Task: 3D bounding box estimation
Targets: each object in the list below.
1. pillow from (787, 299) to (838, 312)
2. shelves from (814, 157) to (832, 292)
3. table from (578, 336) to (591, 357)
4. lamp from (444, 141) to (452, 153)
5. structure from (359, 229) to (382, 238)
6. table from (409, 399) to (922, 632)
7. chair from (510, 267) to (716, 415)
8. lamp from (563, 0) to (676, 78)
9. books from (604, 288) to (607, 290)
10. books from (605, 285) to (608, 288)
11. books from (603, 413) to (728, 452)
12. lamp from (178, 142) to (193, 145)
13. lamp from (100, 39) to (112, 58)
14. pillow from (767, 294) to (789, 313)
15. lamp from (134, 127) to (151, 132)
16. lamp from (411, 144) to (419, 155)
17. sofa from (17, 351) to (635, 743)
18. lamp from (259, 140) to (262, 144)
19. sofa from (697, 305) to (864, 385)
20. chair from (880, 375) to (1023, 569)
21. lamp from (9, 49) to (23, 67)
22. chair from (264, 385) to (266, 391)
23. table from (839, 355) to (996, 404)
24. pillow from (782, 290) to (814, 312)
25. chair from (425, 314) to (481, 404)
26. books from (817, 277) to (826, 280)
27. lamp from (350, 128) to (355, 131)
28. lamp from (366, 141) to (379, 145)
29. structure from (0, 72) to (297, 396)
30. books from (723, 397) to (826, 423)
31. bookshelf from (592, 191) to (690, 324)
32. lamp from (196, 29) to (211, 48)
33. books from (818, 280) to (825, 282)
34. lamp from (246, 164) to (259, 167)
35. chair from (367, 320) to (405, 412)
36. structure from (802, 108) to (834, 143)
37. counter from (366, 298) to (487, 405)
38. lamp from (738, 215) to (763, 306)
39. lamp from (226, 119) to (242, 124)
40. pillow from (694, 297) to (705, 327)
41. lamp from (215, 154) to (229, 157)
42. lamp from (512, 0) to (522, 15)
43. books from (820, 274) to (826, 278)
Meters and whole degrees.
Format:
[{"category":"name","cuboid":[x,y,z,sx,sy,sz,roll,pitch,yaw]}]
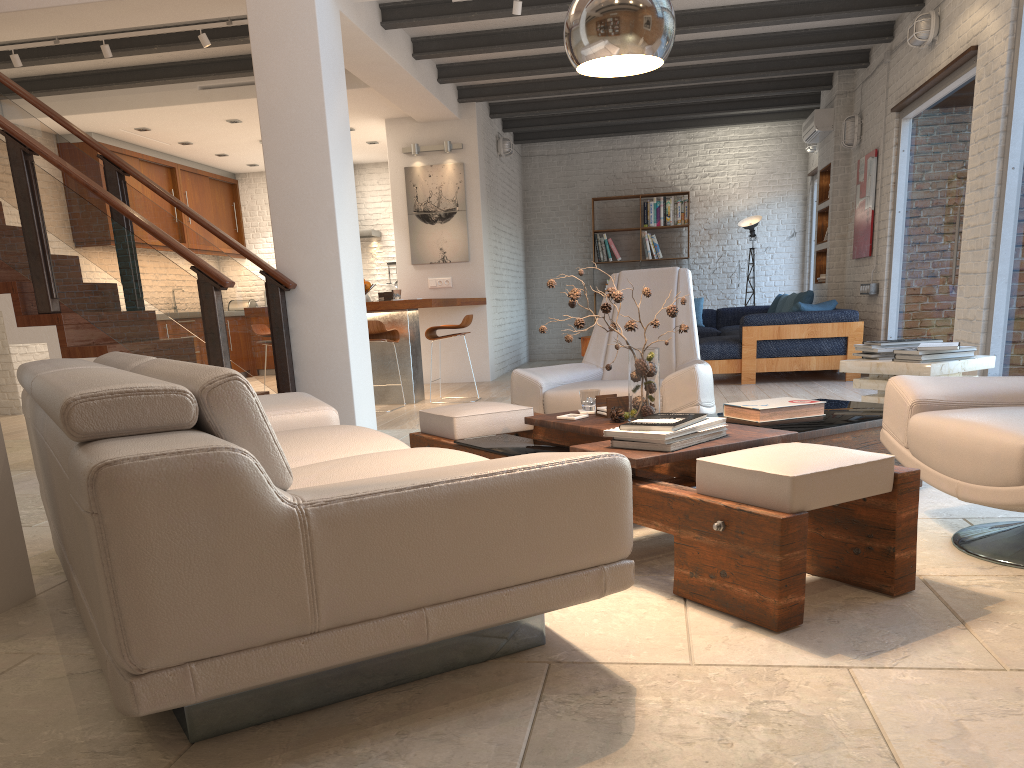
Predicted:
[{"category":"pillow","cuboid":[2.813,-0.627,8.350,0.557,0.340,0.368,-7,11,-30]},{"category":"shelves","cuboid":[3.628,-1.775,9.908,0.192,1.480,0.738,0,13,9]},{"category":"table","cuboid":[1.245,-0.351,10.092,1.076,0.462,1.770,-1,6,15]},{"category":"lamp","cuboid":[-0.683,-2.517,9.253,0.079,0.108,0.077,6,15,37]},{"category":"structure","cuboid":[-2.389,-2.534,12.072,0.986,1.030,0.439,-1,13,9]},{"category":"table","cuboid":[0.781,0.301,3.466,1.947,0.445,2.159,-6,7,-30]},{"category":"chair","cuboid":[0.626,-0.094,4.647,1.023,1.054,0.940,2,12,25]},{"category":"lamp","cuboid":[0.927,-0.556,2.006,2.002,2.436,0.311,8,18,44]},{"category":"books","cuboid":[1.509,-1.354,12.412,0.380,0.038,0.236,-2,6,5]},{"category":"books","cuboid":[1.517,-1.391,12.394,0.380,0.038,0.236,-3,6,3]},{"category":"books","cuboid":[0.521,0.153,2.876,0.247,0.077,0.392,3,8,42]},{"category":"lamp","cuboid":[-3.776,-2.801,10.078,0.124,0.057,0.119,-2,7,9]},{"category":"lamp","cuboid":[-2.994,-2.466,6.433,0.061,0.134,0.083,0,13,11]},{"category":"pillow","cuboid":[3.346,-0.919,10.883,0.243,0.412,1.069,-1,7,8]},{"category":"lamp","cuboid":[-3.914,-2.714,9.231,0.124,0.057,0.119,-2,7,9]},{"category":"lamp","cuboid":[-1.034,-2.505,9.310,0.079,0.108,0.077,6,15,37]},{"category":"sofa","cuboid":[-0.780,0.284,2.685,1.129,0.783,2.282,-8,8,-31]},{"category":"lamp","cuboid":[-2.683,-2.780,10.352,0.450,0.177,0.435,-2,7,9]},{"category":"sofa","cuboid":[2.471,-0.516,9.983,2.080,0.684,3.818,-2,6,9]},{"category":"chair","cuboid":[1.860,0.025,2.720,0.982,1.035,0.991,-4,10,-6]},{"category":"lamp","cuboid":[-3.729,-2.440,6.553,0.061,0.134,0.083,0,13,11]},{"category":"chair","cuboid":[-2.211,-0.175,8.290,0.423,0.803,0.388,-1,13,9]},{"category":"table","cuboid":[1.968,0.128,4.286,0.488,0.523,0.483,-9,12,-30]},{"category":"pillow","cuboid":[3.122,-0.812,9.596,0.255,0.430,1.171,-1,7,9]},{"category":"chair","cuboid":[-0.529,-0.234,8.015,0.423,0.803,0.388,-1,13,9]},{"category":"books","cuboid":[3.617,-1.217,10.035,0.171,0.019,0.228,-2,6,11]},{"category":"lamp","cuboid":[-1.836,-2.869,9.761,0.124,0.057,0.119,-2,7,9]},{"category":"lamp","cuboid":[-1.699,-2.955,10.607,0.124,0.057,0.119,-2,7,9]},{"category":"structure","cuboid":[-1.838,-1.744,6.133,10.159,4.289,13.391,-2,6,9]},{"category":"books","cuboid":[1.092,0.105,3.640,0.324,0.058,0.248,-5,6,-20]},{"category":"bookshelf","cuboid":[1.824,-1.490,12.318,1.318,2.284,0.350,-1,15,9]},{"category":"lamp","cuboid":[-2.224,-2.493,6.300,0.086,0.134,0.058,-10,15,-29]},{"category":"books","cuboid":[3.613,-1.191,10.055,0.162,0.018,0.244,-1,6,19]},{"category":"lamp","cuboid":[-3.502,-2.973,11.770,0.124,0.057,0.119,-2,7,9]},{"category":"chair","cuboid":[-1.211,-0.161,7.602,0.405,0.803,0.405,-1,13,9]},{"category":"structure","cuboid":[3.382,-2.849,9.657,0.200,0.227,0.787,-1,6,9]},{"category":"counter","cuboid":[-1.288,-0.345,8.763,1.687,0.952,2.413,-2,7,9]},{"category":"lamp","cuboid":[3.392,-1.333,11.774,0.503,1.913,0.839,-8,14,-18]},{"category":"lamp","cuboid":[-2.891,-2.750,9.064,0.124,0.057,0.119,-2,7,9]},{"category":"pillow","cuboid":[2.274,-0.937,11.553,0.556,0.424,0.214,-2,13,8]},{"category":"lamp","cuboid":[-3.639,-2.887,10.924,0.124,0.057,0.119,-2,7,9]},{"category":"lamp","cuboid":[0.036,-2.572,5.935,0.059,0.134,0.083,-8,13,-20]},{"category":"books","cuboid":[3.618,-1.244,10.034,0.132,0.035,0.199,-1,6,19]}]
